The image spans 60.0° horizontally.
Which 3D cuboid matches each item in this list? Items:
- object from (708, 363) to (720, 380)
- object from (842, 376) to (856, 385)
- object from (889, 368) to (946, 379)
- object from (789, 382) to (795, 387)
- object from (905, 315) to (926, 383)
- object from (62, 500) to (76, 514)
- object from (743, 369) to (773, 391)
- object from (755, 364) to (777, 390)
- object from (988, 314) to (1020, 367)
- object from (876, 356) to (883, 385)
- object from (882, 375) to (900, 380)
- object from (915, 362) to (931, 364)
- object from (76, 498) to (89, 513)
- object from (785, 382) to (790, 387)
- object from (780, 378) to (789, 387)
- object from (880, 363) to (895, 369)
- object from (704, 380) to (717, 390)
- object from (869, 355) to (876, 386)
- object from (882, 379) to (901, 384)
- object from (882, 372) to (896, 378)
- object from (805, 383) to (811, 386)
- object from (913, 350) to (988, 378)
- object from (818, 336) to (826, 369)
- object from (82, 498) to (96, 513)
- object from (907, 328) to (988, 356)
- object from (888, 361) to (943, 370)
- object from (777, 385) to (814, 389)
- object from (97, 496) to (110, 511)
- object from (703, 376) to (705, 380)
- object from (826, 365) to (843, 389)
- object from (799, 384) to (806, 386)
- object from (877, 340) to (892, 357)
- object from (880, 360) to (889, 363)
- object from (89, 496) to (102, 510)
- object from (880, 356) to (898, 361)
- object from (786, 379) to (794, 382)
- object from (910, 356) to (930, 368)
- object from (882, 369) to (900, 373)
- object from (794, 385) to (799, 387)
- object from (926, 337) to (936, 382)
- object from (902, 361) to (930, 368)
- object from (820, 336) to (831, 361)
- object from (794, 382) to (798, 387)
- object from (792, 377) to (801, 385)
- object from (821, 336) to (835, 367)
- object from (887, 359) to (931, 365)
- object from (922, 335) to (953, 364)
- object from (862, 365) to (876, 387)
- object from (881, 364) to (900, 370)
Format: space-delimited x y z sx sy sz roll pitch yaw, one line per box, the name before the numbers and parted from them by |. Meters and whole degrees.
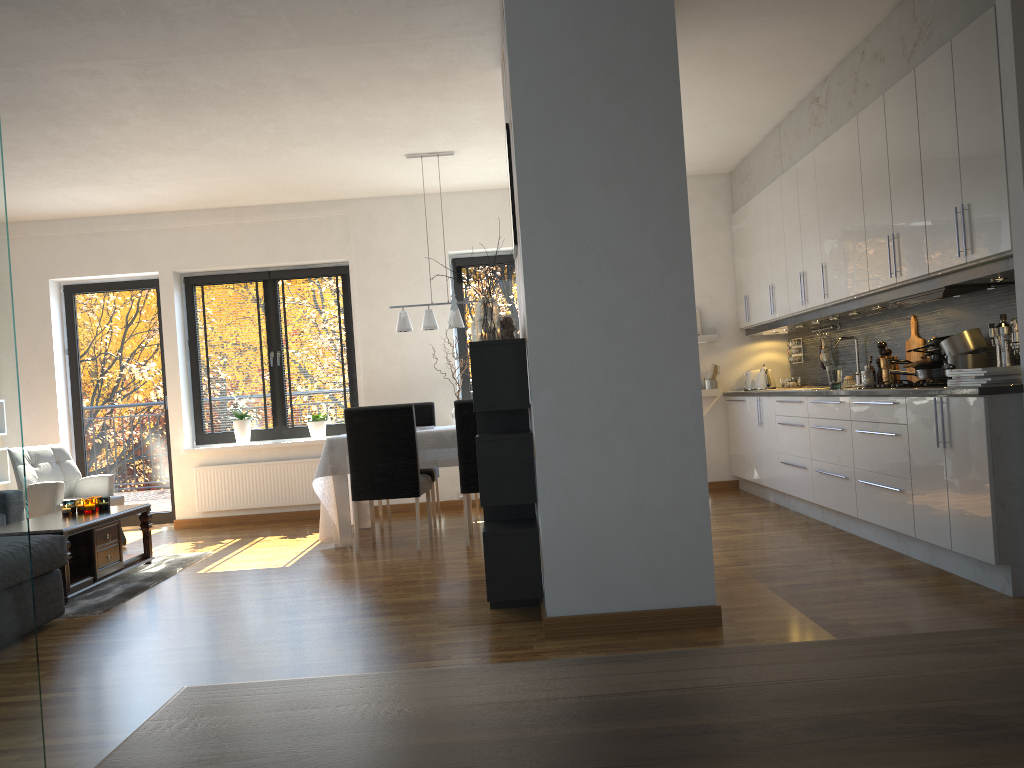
object | 1.762 -0.049 7.735 0.119 0.267 0.060 -4 0 -9
object | 2.414 -0.025 6.345 0.099 0.065 0.097 -4 -1 -9
object | 2.293 -0.064 4.876 0.232 0.061 0.351 -4 -1 -27
object | 2.288 0.003 7.234 0.044 0.043 0.043 -4 0 -3
object | 2.464 -0.212 5.424 0.029 0.419 0.219 -4 0 0
object | -2.770 0.770 5.551 0.079 0.081 0.079 -4 0 -5
object | 2.143 -0.032 7.710 0.253 0.192 0.175 -4 0 0
object | 2.136 -0.048 7.505 0.178 0.236 0.204 -4 0 36
object | 2.314 -0.195 4.064 0.206 0.370 0.353 -4 0 0
object | 2.234 -0.080 5.361 0.058 0.184 0.058 -4 0 32
object | 2.254 -0.030 5.273 0.099 0.048 0.100 -4 -1 18
object | 2.253 -0.112 4.818 0.336 0.021 0.065 -3 -1 -42
object | -2.714 0.767 5.606 0.079 0.081 0.079 -4 0 -5
object | 2.264 0.005 7.278 0.046 0.045 0.045 -4 0 2
object | 2.278 -0.011 7.406 0.071 0.076 0.071 -4 0 -8
object | 2.247 -0.108 5.280 0.100 0.036 0.100 -4 -1 -7
object | 1.740 0.027 7.767 0.103 0.124 0.103 -4 0 -3
object | 2.206 -0.081 5.439 0.058 0.192 0.080 -4 0 -17
object | 2.257 -0.008 5.272 0.100 0.036 0.100 -4 -1 32
object | 2.254 -0.048 5.276 0.099 0.051 0.099 -4 -1 -14
object | 2.413 0.002 7.241 0.021 0.026 0.173 -4 -1 9
object | 2.236 -0.111 4.483 0.347 0.154 0.200 -4 -1 -21
object | 2.423 -0.244 6.922 0.060 0.256 0.060 -4 0 21
object | -2.644 0.762 5.551 0.079 0.081 0.079 -4 0 -5
object | 2.260 -0.190 4.580 0.202 0.169 0.371 -4 -1 -28
object | 2.271 -0.098 4.853 0.347 0.082 0.243 -5 -1 36
object | 2.337 0.027 7.325 0.213 0.012 0.335 -4 -1 1
object | -2.592 0.759 5.632 0.079 0.081 0.079 -4 0 -5
object | 1.708 0.004 7.775 0.089 0.159 0.007 -4 0 -40
object | 2.062 -0.043 5.662 0.102 0.146 0.102 -4 0 0
object | 2.392 0.007 7.250 0.024 0.017 0.248 -4 -1 34
object | 2.286 -0.132 5.428 0.061 0.283 0.123 -4 0 0
object | 2.246 -0.125 5.280 0.100 0.036 0.100 -4 -1 28
object | -2.674 0.766 5.697 0.079 0.081 0.079 -4 0 -5
object | 2.243 -0.145 5.279 0.099 0.047 0.100 -4 -1 -5
object | 2.299 -0.008 7.337 0.065 0.064 0.065 -4 0 0
object | 2.216 -0.120 4.829 0.059 0.061 0.334 -4 -1 42
object | 2.255 -0.068 5.278 0.100 0.043 0.099 -4 -1 -13
object | 2.379 0.011 7.271 0.024 0.015 0.248 -5 -1 44
object | 2.464 -0.140 5.183 0.043 0.273 0.146 -4 0 0
object | 2.206 -0.113 4.840 0.334 0.044 0.064 -3 -1 -39
object | 2.421 -0.272 6.792 0.072 0.203 0.188 -4 0 -13
object | 2.323 -0.003 7.274 0.044 0.050 0.043 -4 0 42
object | 2.366 -0.018 7.369 0.071 0.076 0.071 -4 0 0
object | 2.408 -0.252 6.771 0.074 0.242 0.093 -4 0 -27
object | 2.271 -0.112 4.840 0.356 0.080 0.246 -4 -1 2
object | 2.332 -0.181 4.770 0.197 0.159 0.190 -4 -1 -44
object | 2.166 -0.050 5.389 0.069 0.135 0.069 -4 0 -25
object | 2.252 -0.090 5.279 0.101 0.057 0.099 -4 -1 11
